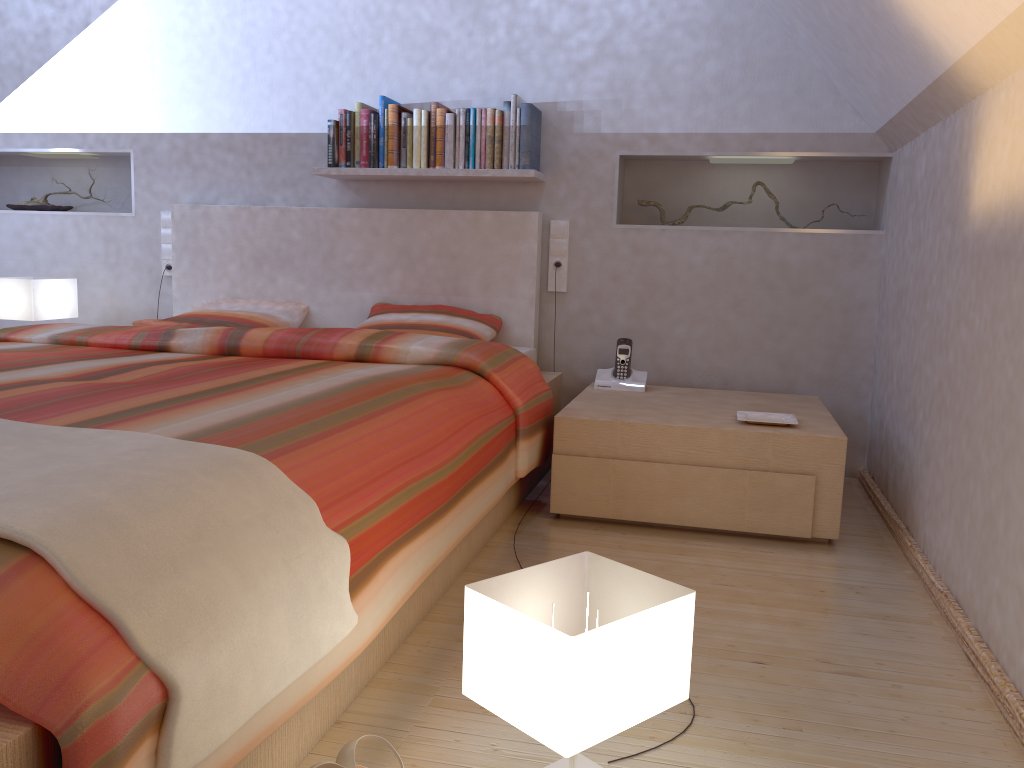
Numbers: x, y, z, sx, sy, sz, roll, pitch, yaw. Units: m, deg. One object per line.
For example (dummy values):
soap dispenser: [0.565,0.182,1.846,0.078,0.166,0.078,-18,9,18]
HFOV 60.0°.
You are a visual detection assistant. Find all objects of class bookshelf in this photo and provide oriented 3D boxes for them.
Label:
bookshelf: [-0.333,-0.845,3.583,0.916,0.028,0.223,4,8,13]

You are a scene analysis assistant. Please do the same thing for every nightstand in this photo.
nightstand: [0.638,0.237,3.067,0.859,0.329,0.847,4,8,13]

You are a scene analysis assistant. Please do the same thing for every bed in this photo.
bed: [-1.048,-0.058,2.398,2.087,0.994,3.009,4,8,13]

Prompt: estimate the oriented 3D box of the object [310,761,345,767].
object: [-0.191,0.584,1.135,0.235,0.132,0.079,10,11,44]

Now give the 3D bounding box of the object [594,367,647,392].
object: [0.422,-0.024,3.405,0.192,0.087,0.153,4,8,13]

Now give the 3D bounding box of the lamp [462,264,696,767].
lamp: [0.207,0.086,2.387,0.396,0.788,2.551,2,8,4]

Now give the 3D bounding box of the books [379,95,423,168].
books: [-0.425,-1.006,3.587,0.178,0.281,0.200,4,8,13]

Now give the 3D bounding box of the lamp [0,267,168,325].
lamp: [-1.909,-0.262,3.894,0.318,0.515,0.684,9,11,41]

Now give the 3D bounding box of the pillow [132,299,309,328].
pillow: [-1.188,-0.253,3.676,0.572,0.180,0.492,4,8,13]

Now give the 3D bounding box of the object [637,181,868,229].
object: [0.954,-0.716,3.557,0.905,0.193,0.085,4,8,13]

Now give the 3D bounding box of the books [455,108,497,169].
books: [-0.126,-0.961,3.522,0.159,0.231,0.200,4,8,13]

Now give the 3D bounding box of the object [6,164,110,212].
object: [-2.180,-0.951,4.284,0.589,0.242,0.183,4,8,11]

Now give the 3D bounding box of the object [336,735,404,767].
object: [-0.136,0.573,1.222,0.235,0.132,0.079,5,9,19]

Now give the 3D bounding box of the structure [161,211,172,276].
structure: [-1.548,-0.634,4.016,0.077,0.286,0.034,4,8,13]

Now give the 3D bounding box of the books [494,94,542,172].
books: [0.022,-0.977,3.483,0.145,0.281,0.200,4,8,13]

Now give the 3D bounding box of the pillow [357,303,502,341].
pillow: [-0.365,-0.206,3.434,0.566,0.188,0.497,4,8,14]

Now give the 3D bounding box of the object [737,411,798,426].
object: [0.793,0.110,2.762,0.179,0.015,0.177,4,8,13]

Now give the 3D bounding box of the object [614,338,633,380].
object: [0.429,-0.091,3.415,0.060,0.169,0.079,4,8,13]

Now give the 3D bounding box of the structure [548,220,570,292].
structure: [0.191,-0.521,3.613,0.077,0.286,0.034,4,8,13]

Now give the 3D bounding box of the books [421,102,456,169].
books: [-0.272,-0.985,3.549,0.140,0.260,0.209,4,8,13]

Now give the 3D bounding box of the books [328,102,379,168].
books: [-0.616,-1.007,3.625,0.209,0.260,0.215,4,8,13]
